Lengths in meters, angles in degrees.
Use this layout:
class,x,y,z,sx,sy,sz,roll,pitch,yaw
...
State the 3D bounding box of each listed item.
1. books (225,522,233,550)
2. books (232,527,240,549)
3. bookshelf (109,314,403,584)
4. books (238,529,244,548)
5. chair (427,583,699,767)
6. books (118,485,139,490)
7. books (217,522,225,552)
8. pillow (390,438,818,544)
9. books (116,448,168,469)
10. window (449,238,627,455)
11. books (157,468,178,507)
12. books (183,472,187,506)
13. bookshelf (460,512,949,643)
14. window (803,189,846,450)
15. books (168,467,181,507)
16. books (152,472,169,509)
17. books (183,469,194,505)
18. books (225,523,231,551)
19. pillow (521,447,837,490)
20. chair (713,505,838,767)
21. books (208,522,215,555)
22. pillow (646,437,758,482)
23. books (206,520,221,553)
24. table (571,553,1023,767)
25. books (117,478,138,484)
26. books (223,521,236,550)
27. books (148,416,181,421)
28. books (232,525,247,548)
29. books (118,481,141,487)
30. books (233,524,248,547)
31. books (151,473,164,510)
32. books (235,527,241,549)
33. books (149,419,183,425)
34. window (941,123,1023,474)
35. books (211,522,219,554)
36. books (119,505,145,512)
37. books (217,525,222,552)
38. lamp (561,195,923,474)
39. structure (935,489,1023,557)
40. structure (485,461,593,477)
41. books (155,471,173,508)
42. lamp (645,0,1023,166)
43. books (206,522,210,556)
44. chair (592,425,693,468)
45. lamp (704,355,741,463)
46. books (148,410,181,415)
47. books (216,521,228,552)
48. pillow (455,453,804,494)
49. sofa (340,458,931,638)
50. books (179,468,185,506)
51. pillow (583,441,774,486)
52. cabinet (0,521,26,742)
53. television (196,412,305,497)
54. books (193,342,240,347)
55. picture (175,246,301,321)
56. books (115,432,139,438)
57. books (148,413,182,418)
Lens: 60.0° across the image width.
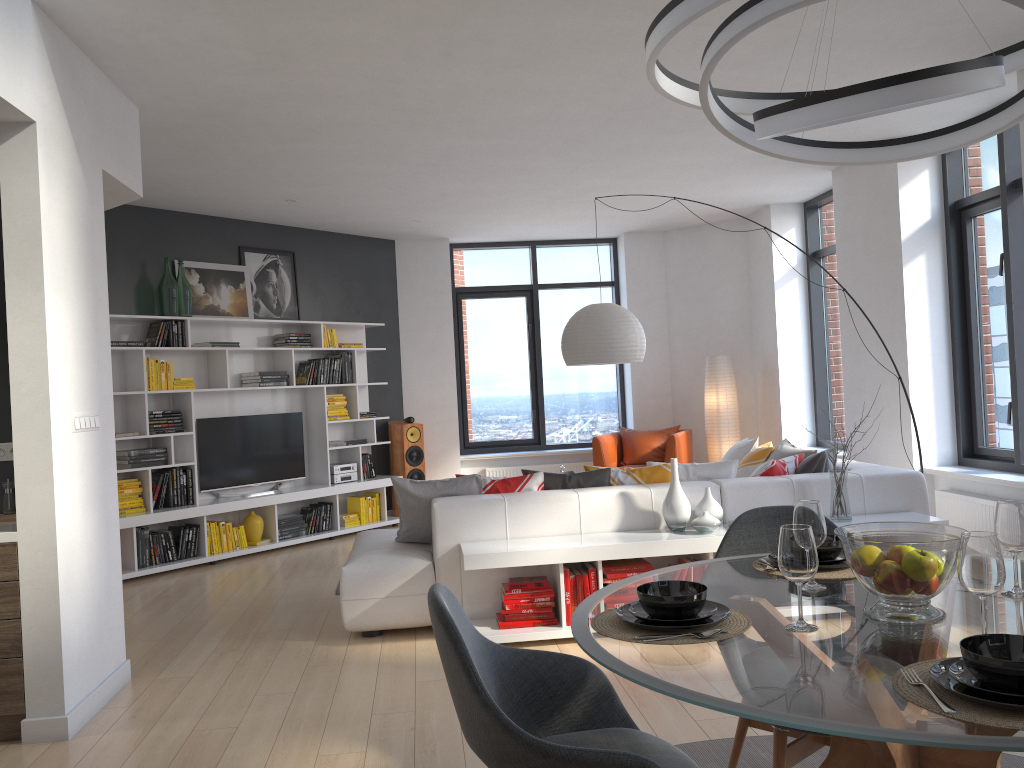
class,x,y,z,sx,sy,sz,roll,pitch,yaw
books,-2.449,1.292,7.540,0.171,0.235,0.043,-3,0,37
books,-2.397,1.314,7.581,0.138,0.188,0.056,-3,0,39
bookshelf,-2.247,0.454,7.917,0.455,2.052,3.000,-3,0,39
books,-2.356,1.322,7.600,0.113,0.169,0.049,-3,0,38
chair,0.145,0.878,1.966,0.619,0.891,0.655,-3,0,-5
books,-3.092,0.818,7.004,0.238,0.023,0.167,-3,0,-35
books,-2.492,1.286,7.471,0.180,0.252,0.041,-3,0,39
pillow,0.652,0.680,5.746,2.953,0.453,0.647,-3,0,-18
books,-2.995,0.595,7.131,0.277,0.137,0.343,-3,0,39
window,0.296,-0.441,10.228,1.960,2.402,0.170,-3,0,-6
books,-2.831,0.851,7.288,0.237,0.314,0.034,-3,0,39
books,-2.767,0.868,7.361,0.200,0.272,0.028,-3,0,39
bookshelf,1.040,1.046,4.781,2.600,0.500,0.356,-3,0,-6
window,3.083,-0.595,8.086,0.170,2.402,1.310,-3,0,-6
books,-2.813,0.845,7.316,0.237,0.326,0.026,-3,0,39
books,-2.886,0.866,7.208,0.210,0.289,0.100,-3,0,38
books,-2.743,0.856,7.393,0.230,0.297,0.051,-3,0,39
books,-2.449,1.290,7.509,0.169,0.240,0.043,-3,0,38
pillow,1.106,0.660,5.469,2.120,0.436,0.608,-3,0,-10
chair,0.894,0.843,2.614,0.655,0.891,0.619,-3,0,0
books,-2.566,1.280,7.394,0.213,0.271,0.048,-3,0,39
pillow,1.420,0.645,6.293,0.580,0.456,2.156,-3,0,20
books,-2.528,1.281,7.448,0.202,0.267,0.038,-3,0,39
table,0.903,0.895,1.995,1.499,0.764,1.499,-3,0,-17
books,-3.111,0.770,7.016,0.171,0.024,0.234,-3,0,43
books,-2.437,1.292,7.570,0.172,0.235,0.056,-3,0,38
books,-2.878,0.285,7.263,0.189,0.020,0.264,-3,0,42
books,-2.353,1.309,7.629,0.148,0.193,0.067,-3,0,40
books,-3.085,0.793,7.009,0.171,0.024,0.234,-3,0,43
books,-2.345,1.308,7.654,0.149,0.193,0.046,-3,0,40
books,-2.932,0.871,7.179,0.232,0.284,0.142,-3,0,39
books,-2.378,1.313,7.593,0.134,0.187,0.046,-3,0,39
books,-2.873,0.310,7.261,0.284,0.030,0.214,-3,0,-43
window,3.325,-0.619,5.798,0.170,2.402,1.310,-3,0,-6
books,-2.548,1.286,7.425,0.198,0.258,0.066,-3,0,39
books,-3.074,0.977,6.989,0.213,0.025,0.269,-3,0,42
books,-2.502,1.299,7.451,0.156,0.230,0.042,-3,0,37
lamp,1.814,-0.064,5.684,3.199,2.647,0.710,-3,0,30
structure,3.082,0.965,5.722,0.110,0.460,1.015,-3,0,-6
structure,0.442,1.122,9.896,1.474,0.460,0.110,-3,0,-6
books,-2.846,0.860,7.260,0.213,0.301,0.028,-3,0,39
lamp,0.702,-2.800,2.009,1.000,4.513,1.000,-3,0,-4
books,-2.574,1.280,7.351,0.204,0.270,0.029,-3,0,39
chair,1.395,0.869,9.164,0.896,0.858,0.843,-3,0,26
lamp,2.293,0.477,8.982,0.804,1.550,0.502,-3,0,44
books,-2.871,0.231,7.263,0.246,0.026,0.180,-3,0,-44
books,-2.485,1.286,7.497,0.185,0.252,0.055,-3,0,37
pillow,0.784,0.702,5.426,2.250,0.449,0.575,-3,0,-9
sofa,0.620,0.959,6.230,3.424,0.732,2.614,-3,0,-6
books,-2.794,0.850,7.339,0.239,0.315,0.034,-3,0,39
pillow,1.250,0.671,6.023,0.630,0.440,2.095,-3,0,41
cabinet,-2.869,0.229,1.719,2.402,2.501,4.694,-3,0,-6
television,-2.328,0.633,7.979,0.207,0.704,1.102,-3,0,39
books,-2.564,-0.332,7.693,0.250,0.047,0.310,-3,0,34
picture,-2.466,-0.911,8.069,0.076,0.707,1.279,-3,0,39
books,-3.099,0.401,6.965,0.266,0.030,0.209,-3,0,32
books,-2.891,0.260,7.279,0.284,0.030,0.214,-3,0,-43
